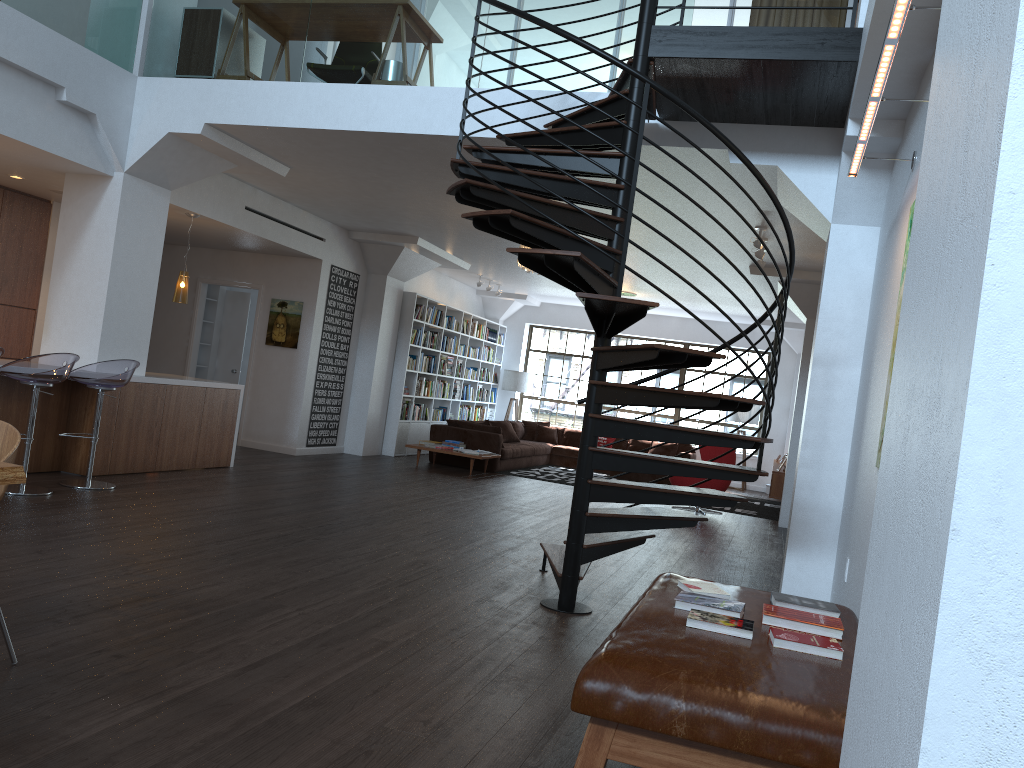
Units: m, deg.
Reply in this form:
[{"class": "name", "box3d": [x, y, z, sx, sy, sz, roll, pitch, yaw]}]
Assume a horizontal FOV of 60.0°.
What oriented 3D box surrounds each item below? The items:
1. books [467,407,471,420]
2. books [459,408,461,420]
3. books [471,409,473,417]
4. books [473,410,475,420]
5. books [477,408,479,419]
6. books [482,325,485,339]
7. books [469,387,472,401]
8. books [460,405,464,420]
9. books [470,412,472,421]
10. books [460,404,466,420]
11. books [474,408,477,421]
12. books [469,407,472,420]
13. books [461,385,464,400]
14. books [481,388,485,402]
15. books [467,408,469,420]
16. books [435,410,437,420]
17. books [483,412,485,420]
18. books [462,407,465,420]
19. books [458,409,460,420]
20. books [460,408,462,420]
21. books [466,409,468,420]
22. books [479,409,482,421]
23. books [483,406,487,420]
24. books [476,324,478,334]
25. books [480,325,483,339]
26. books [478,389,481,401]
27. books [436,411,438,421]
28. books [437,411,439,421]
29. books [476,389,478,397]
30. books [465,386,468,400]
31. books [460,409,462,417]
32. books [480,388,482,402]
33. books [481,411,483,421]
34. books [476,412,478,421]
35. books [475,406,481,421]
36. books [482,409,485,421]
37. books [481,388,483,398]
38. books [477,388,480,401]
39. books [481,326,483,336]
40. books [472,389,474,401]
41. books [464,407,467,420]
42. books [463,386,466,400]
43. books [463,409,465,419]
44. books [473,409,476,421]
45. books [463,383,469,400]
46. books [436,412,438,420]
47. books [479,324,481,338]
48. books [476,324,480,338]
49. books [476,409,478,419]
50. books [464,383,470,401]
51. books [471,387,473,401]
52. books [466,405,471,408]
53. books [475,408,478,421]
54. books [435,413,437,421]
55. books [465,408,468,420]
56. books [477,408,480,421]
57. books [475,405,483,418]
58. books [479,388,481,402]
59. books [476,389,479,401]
[{"class": "books", "box3d": [-0.843, 0.539, 15.897, 0.183, 0.253, 0.034, 8, -1, 16]}, {"class": "books", "box3d": [-0.991, 0.522, 15.453, 0.174, 0.240, 0.045, 8, -1, 16]}, {"class": "books", "box3d": [-0.807, 0.561, 16.043, 0.161, 0.223, 0.027, 8, -1, 16]}, {"class": "books", "box3d": [-0.775, 0.554, 16.156, 0.171, 0.246, 0.061, 8, -1, 17]}, {"class": "books", "box3d": [-0.707, 0.563, 16.383, 0.160, 0.250, 0.027, 8, -1, 17]}, {"class": "books", "box3d": [-0.601, -0.941, 16.053, 0.183, 0.253, 0.034, 8, -1, 17]}, {"class": "books", "box3d": [-0.810, 0.167, 15.857, 0.174, 0.242, 0.105, 8, -1, 17]}, {"class": "books", "box3d": [-0.955, 0.505, 15.568, 0.198, 0.284, 0.066, 8, -1, 16]}, {"class": "books", "box3d": [-0.811, 0.546, 16.018, 0.160, 0.250, 0.026, 8, -1, 16]}, {"class": "books", "box3d": [-0.915, 0.509, 15.671, 0.176, 0.290, 0.053, 8, -1, 16]}, {"class": "books", "box3d": [-0.751, 0.554, 16.240, 0.183, 0.253, 0.036, 8, -1, 17]}, {"class": "books", "box3d": [-0.826, 0.539, 15.979, 0.180, 0.259, 0.060, 8, -1, 16]}, {"class": "books", "box3d": [-0.935, 0.140, 15.433, 0.182, 0.255, 0.077, 8, -1, 17]}, {"class": "books", "box3d": [-0.611, 0.195, 16.533, 0.183, 0.253, 0.042, 8, -1, 17]}, {"class": "books", "box3d": [-0.866, 0.542, 15.863, 0.174, 0.240, 0.045, 8, -1, 16]}, {"class": "books", "box3d": [-1.288, 0.506, 14.437, 0.109, 0.171, 0.018, 8, -1, 17]}, {"class": "books", "box3d": [-0.602, 0.595, 16.748, 0.161, 0.223, 0.027, 8, -1, 17]}, {"class": "books", "box3d": [-0.931, 0.526, 15.607, 0.160, 0.250, 0.026, 8, -1, 16]}, {"class": "books", "box3d": [-1.002, 0.513, 15.416, 0.183, 0.253, 0.034, 8, -1, 16]}, {"class": "books", "box3d": [-0.973, 0.529, 15.517, 0.168, 0.231, 0.037, 8, -1, 16]}, {"class": "books", "box3d": [-0.882, 0.536, 15.787, 0.171, 0.246, 0.057, 8, -1, 16]}, {"class": "books", "box3d": [-0.665, 0.572, 16.529, 0.189, 0.247, 0.057, 8, -1, 17]}, {"class": "books", "box3d": [-0.588, 0.563, 16.788, 0.176, 0.290, 0.053, 8, -1, 17]}, {"class": "books", "box3d": [-0.713, -0.952, 15.770, 0.174, 0.240, 0.045, 8, -1, 17]}, {"class": "books", "box3d": [-0.635, -0.946, 15.956, 0.183, 0.253, 0.034, 8, -1, 17]}, {"class": "books", "box3d": [-0.668, 0.200, 16.316, 0.161, 0.223, 0.030, 8, -1, 17]}, {"class": "books", "box3d": [-1.270, 0.512, 14.489, 0.120, 0.167, 0.020, 8, -1, 17]}, {"class": "books", "box3d": [-1.256, 0.516, 14.513, 0.106, 0.162, 0.032, 8, -1, 17]}, {"class": "books", "box3d": [-0.720, 0.178, 16.187, 0.160, 0.251, 0.029, 8, -1, 17]}, {"class": "books", "box3d": [-0.876, 0.152, 15.612, 0.182, 0.253, 0.098, 8, -1, 17]}, {"class": "books", "box3d": [-0.972, 0.533, 15.484, 0.161, 0.223, 0.026, 8, -1, 16]}, {"class": "books", "box3d": [-0.647, 0.192, 16.418, 0.171, 0.246, 0.036, 8, -1, 17]}, {"class": "books", "box3d": [-0.629, 0.598, 16.618, 0.144, 0.207, 0.048, 8, -1, 17]}, {"class": "books", "box3d": [-0.727, 0.565, 16.350, 0.174, 0.240, 0.048, 8, -1, 17]}, {"class": "books", "box3d": [-0.692, 0.549, 16.474, 0.198, 0.284, 0.066, 8, -1, 17]}, {"class": "books", "box3d": [-0.612, 0.581, 16.708, 0.171, 0.246, 0.057, 8, -1, 17]}, {"class": "books", "box3d": [-0.638, 0.192, 16.454, 0.160, 0.251, 0.036, 8, -1, 17]}, {"class": "books", "box3d": [-0.690, 0.181, 16.250, 0.174, 0.251, 0.051, 8, -1, 17]}, {"class": "books", "box3d": [-0.632, -0.938, 15.995, 0.174, 0.240, 0.045, 8, -1, 17]}, {"class": "books", "box3d": [-0.771, 0.185, 15.978, 0.161, 0.222, 0.084, 8, -1, 17]}, {"class": "books", "box3d": [-0.905, 0.529, 15.712, 0.183, 0.253, 0.034, 8, -1, 16]}, {"class": "books", "box3d": [-0.905, 0.151, 15.530, 0.174, 0.243, 0.085, 8, -1, 17]}, {"class": "books", "box3d": [-0.923, 0.541, 15.631, 0.161, 0.223, 0.026, 8, -1, 16]}, {"class": "books", "box3d": [-0.767, 0.563, 16.205, 0.168, 0.231, 0.040, 8, -1, 17]}, {"class": "books", "box3d": [-0.859, 0.136, 15.716, 0.197, 0.290, 0.136, 8, -1, 17]}, {"class": "books", "box3d": [-1.275, 0.517, 14.471, 0.110, 0.153, 0.018, 8, -1, 17]}, {"class": "books", "box3d": [-0.654, -0.949, 15.892, 0.183, 0.253, 0.034, 8, -1, 17]}, {"class": "books", "box3d": [-0.676, -0.949, 15.813, 0.171, 0.246, 0.057, 8, -1, 17]}, {"class": "books", "box3d": [-0.731, 0.558, 16.308, 0.183, 0.253, 0.036, 8, -1, 17]}, {"class": "books", "box3d": [-0.837, 0.138, 15.775, 0.176, 0.293, 0.125, 8, -1, 17]}, {"class": "books", "box3d": [-0.797, 0.165, 15.909, 0.170, 0.251, 0.118, 8, -1, 17]}, {"class": "books", "box3d": [-0.840, 0.521, 15.933, 0.176, 0.290, 0.036, 8, -1, 16]}, {"class": "books", "box3d": [-0.737, 0.557, 16.273, 0.183, 0.253, 0.037, 8, -1, 17]}, {"class": "books", "box3d": [-1.279, 0.517, 14.453, 0.110, 0.153, 0.019, 8, -1, 17]}, {"class": "books", "box3d": [-0.892, 0.531, 15.743, 0.183, 0.253, 0.034, 8, -1, 16]}, {"class": "books", "box3d": [-0.695, 0.563, 16.413, 0.183, 0.253, 0.037, 8, -1, 17]}, {"class": "books", "box3d": [-0.630, 0.551, 16.572, 0.140, 0.298, 0.044, 8, -1, 17]}, {"class": "books", "box3d": [-0.670, 0.187, 16.354, 0.183, 0.253, 0.039, 8, -1, 17]}, {"class": "books", "box3d": [-0.704, 0.194, 16.212, 0.161, 0.223, 0.030, 8, -1, 17]}]
